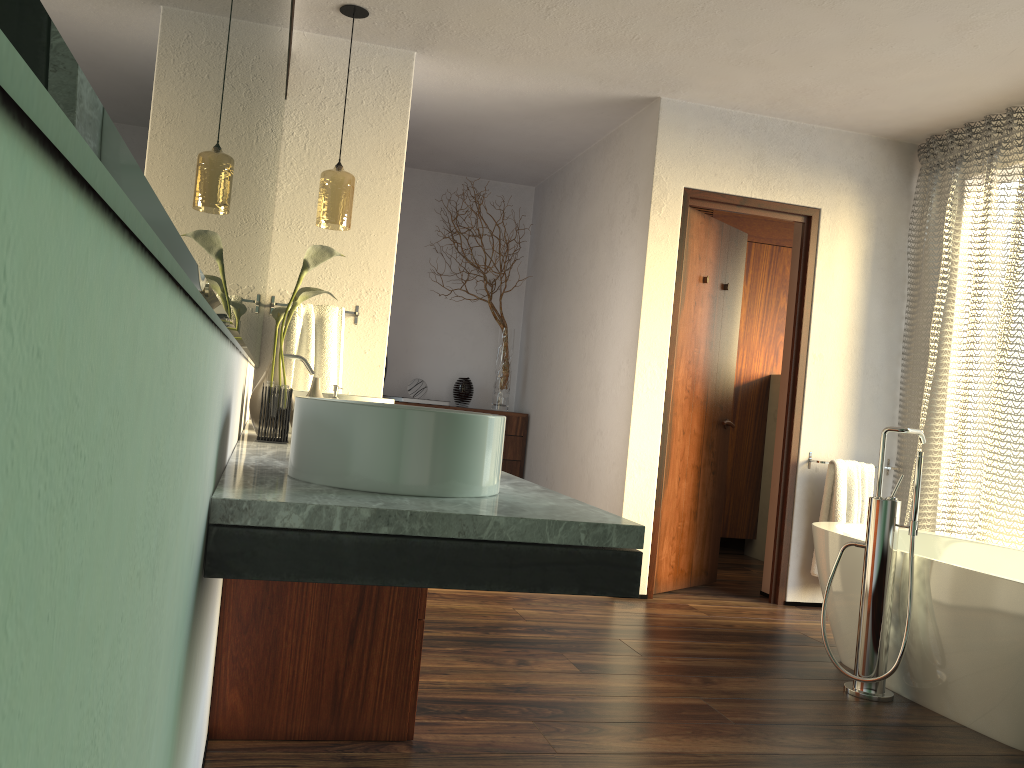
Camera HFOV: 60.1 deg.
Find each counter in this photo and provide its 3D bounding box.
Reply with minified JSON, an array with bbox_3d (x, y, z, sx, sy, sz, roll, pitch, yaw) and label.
[{"bbox_3d":[-0.404,0.216,2.273,0.580,0.101,2.285,6,-1,-15],"label":"counter"}]

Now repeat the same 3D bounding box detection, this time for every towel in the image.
[{"bbox_3d":[1.614,0.688,4.298,0.255,0.637,0.157,6,-1,-31],"label":"towel"},{"bbox_3d":[-0.836,-0.018,3.699,0.259,0.636,0.160,5,-1,4],"label":"towel"}]

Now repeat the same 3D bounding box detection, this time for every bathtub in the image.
[{"bbox_3d":[1.663,0.841,3.009,0.756,0.485,1.640,6,-1,-15],"label":"bathtub"}]

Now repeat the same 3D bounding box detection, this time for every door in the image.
[{"bbox_3d":[1.007,0.075,4.481,0.722,1.947,0.469,6,-1,-14],"label":"door"}]

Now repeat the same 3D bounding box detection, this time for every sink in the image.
[{"bbox_3d":[-0.558,0.097,2.820,0.349,0.131,0.366,6,-2,-37],"label":"sink"},{"bbox_3d":[-0.194,0.102,1.503,0.354,0.131,0.360,6,-1,-12],"label":"sink"}]

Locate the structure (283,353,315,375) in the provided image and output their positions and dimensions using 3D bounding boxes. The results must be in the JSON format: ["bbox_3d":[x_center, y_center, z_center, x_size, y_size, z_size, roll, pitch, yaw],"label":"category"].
[{"bbox_3d":[-0.703,0.026,2.757,0.163,0.242,0.066,6,-1,-10],"label":"structure"}]

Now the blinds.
[{"bbox_3d":[2.215,-0.046,3.415,0.179,2.336,2.150,6,-1,-15],"label":"blinds"}]

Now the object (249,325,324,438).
[{"bbox_3d":[-0.582,-0.001,2.373,0.242,0.305,0.119,5,-1,13],"label":"object"}]

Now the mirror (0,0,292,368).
[{"bbox_3d":[-0.477,-0.632,1.776,0.017,1.152,4.127,6,-1,-15],"label":"mirror"}]

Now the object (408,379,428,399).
[{"bbox_3d":[-0.613,0.030,5.752,0.129,0.131,0.133,6,-1,-19],"label":"object"}]

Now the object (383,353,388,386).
[{"bbox_3d":[-0.886,-0.113,5.689,0.170,0.417,0.170,5,-1,-1],"label":"object"}]

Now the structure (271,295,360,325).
[{"bbox_3d":[-0.834,-0.317,3.762,0.365,0.088,0.103,6,-1,-13],"label":"structure"}]

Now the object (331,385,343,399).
[{"bbox_3d":[-0.495,0.081,2.454,0.069,0.158,0.072,6,-1,-31],"label":"object"}]

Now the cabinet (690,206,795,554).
[{"bbox_3d":[1.041,-0.102,5.822,1.466,2.363,0.362,6,-1,-13],"label":"cabinet"}]

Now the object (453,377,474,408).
[{"bbox_3d":[-0.321,0.052,5.818,0.142,0.200,0.136,5,-1,30],"label":"object"}]

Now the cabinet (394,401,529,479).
[{"bbox_3d":[-0.531,0.534,5.729,1.126,0.800,0.407,6,-1,-13],"label":"cabinet"}]

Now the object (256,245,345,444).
[{"bbox_3d":[-0.582,-0.104,2.291,0.184,0.504,0.249,6,-1,-36],"label":"object"}]

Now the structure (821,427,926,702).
[{"bbox_3d":[1.213,0.588,2.996,0.282,0.897,0.240,5,-1,26],"label":"structure"}]

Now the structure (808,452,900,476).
[{"bbox_3d":[1.684,0.396,4.343,0.448,0.088,0.103,6,-1,-13],"label":"structure"}]

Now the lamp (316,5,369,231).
[{"bbox_3d":[-0.671,-1.055,3.529,0.142,0.867,0.136,5,-1,28],"label":"lamp"}]

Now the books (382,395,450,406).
[{"bbox_3d":[-0.576,0.113,5.768,0.485,0.034,0.253,7,-2,-39],"label":"books"}]

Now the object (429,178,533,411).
[{"bbox_3d":[-0.277,-0.575,5.713,0.843,1.450,0.716,5,-1,29],"label":"object"}]

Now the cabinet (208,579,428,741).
[{"bbox_3d":[-0.527,0.556,2.453,0.506,0.599,0.667,6,-1,-15],"label":"cabinet"}]
